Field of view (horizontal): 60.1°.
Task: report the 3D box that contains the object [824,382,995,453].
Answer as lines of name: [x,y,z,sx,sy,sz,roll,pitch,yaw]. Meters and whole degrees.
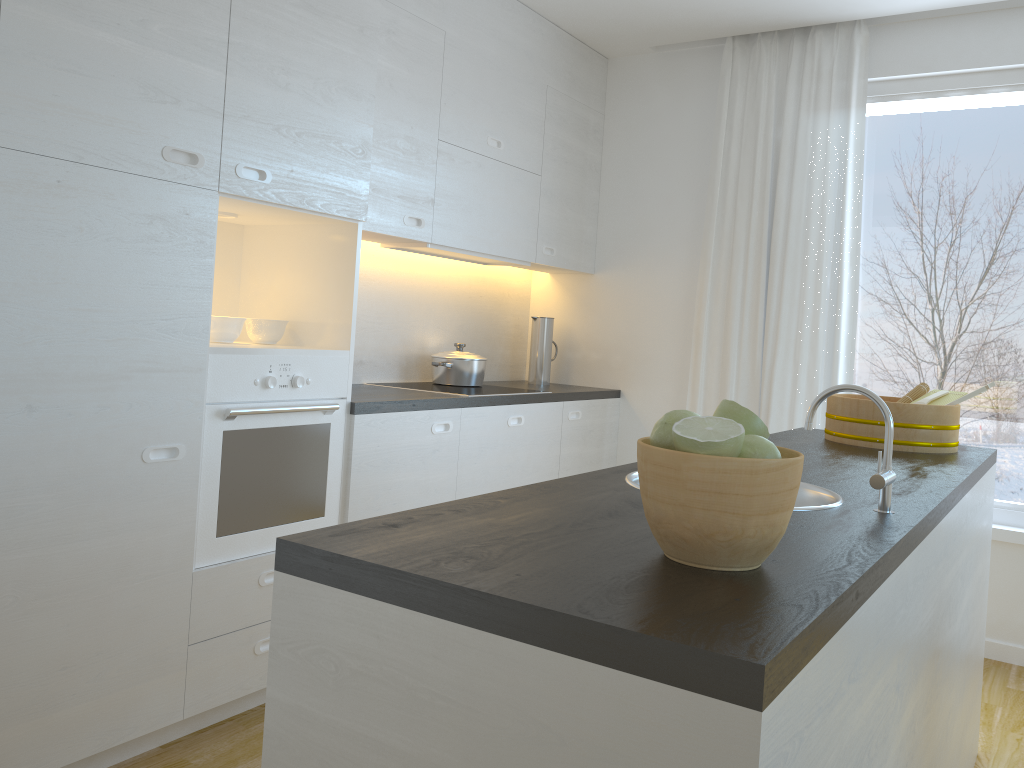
object: [1.184,0.079,2.722,0.429,0.214,0.379,2,3,-29]

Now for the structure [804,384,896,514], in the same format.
structure: [0.582,0.109,1.542,0.162,0.215,0.097,4,1,33]

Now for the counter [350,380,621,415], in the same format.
counter: [-0.229,0.040,3.931,0.601,0.040,1.999,6,4,33]

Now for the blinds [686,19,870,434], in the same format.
blinds: [1.213,-0.635,4.114,0.796,2.160,0.150,4,0,32]

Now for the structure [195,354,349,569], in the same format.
structure: [-0.703,0.211,2.684,0.049,0.596,0.560,4,1,33]

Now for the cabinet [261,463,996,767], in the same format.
cabinet: [0.583,0.689,1.922,0.602,0.909,2.398,4,3,33]

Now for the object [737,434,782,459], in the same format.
object: [0.295,0.105,1.109,0.081,0.085,0.098,4,2,-2]

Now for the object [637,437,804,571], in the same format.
object: [0.257,0.150,1.118,0.205,0.142,0.206,4,2,-6]

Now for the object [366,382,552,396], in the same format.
object: [-0.228,0.022,3.936,0.563,0.013,0.653,6,4,33]

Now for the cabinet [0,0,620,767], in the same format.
cabinet: [-0.482,-0.265,3.395,0.482,2.300,3.198,4,2,33]

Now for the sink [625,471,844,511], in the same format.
sink: [0.411,0.271,1.678,0.404,0.157,0.405,3,3,-15]

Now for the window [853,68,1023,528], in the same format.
window: [2.437,-0.338,3.543,2.732,1.918,0.088,5,1,33]

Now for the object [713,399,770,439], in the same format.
object: [0.302,0.057,1.174,0.074,0.072,0.077,3,2,-32]

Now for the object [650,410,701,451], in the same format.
object: [0.228,0.083,1.153,0.102,0.098,0.087,2,2,-36]

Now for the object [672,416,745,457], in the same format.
object: [0.235,0.074,1.064,0.084,0.065,0.086,2,3,-45]

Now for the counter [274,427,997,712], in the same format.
counter: [0.614,0.216,1.923,0.602,0.040,2.399,6,4,33]
